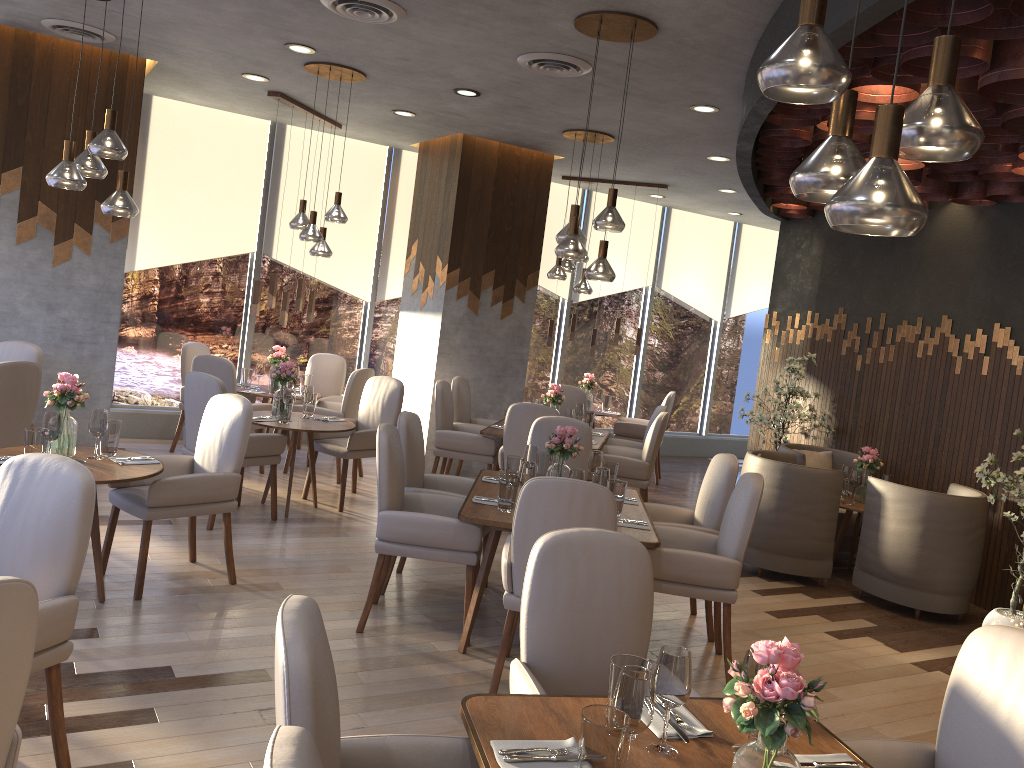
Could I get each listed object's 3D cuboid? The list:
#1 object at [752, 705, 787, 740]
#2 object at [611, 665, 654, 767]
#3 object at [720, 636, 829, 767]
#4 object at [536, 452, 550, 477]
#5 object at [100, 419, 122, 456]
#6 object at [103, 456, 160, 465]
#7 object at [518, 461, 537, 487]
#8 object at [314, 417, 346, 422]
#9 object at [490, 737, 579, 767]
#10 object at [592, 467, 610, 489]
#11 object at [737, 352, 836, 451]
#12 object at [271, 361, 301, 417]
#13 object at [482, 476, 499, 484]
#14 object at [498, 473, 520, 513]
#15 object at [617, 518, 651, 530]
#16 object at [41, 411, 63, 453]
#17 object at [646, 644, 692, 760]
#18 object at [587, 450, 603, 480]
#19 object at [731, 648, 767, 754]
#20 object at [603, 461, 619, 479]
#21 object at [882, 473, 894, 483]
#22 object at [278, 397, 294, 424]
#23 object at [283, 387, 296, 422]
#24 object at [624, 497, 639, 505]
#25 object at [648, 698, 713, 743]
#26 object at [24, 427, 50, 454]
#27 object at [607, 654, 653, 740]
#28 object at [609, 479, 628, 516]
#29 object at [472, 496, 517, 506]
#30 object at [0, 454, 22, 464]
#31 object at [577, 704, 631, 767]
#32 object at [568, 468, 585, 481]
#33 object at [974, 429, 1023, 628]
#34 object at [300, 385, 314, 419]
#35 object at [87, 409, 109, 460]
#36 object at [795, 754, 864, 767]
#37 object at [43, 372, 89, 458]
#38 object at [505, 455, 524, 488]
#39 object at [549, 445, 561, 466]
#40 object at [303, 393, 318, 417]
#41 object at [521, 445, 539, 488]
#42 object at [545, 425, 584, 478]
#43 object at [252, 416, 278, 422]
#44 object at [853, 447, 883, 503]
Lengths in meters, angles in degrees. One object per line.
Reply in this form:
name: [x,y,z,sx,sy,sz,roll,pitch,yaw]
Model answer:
object: [0.649,0.801,2.214,0.102,0.178,0.102,9,4,33]
object: [0.256,0.743,1.921,0.092,0.244,0.092,7,3,5]
object: [0.502,0.705,1.748,0.210,0.415,0.198,6,3,-18]
object: [0.187,0.495,5.209,0.102,0.178,0.102,8,3,16]
object: [-2.051,0.275,4.518,0.102,0.178,0.102,7,3,-10]
object: [-1.913,0.378,4.448,0.158,0.019,0.255,12,6,44]
object: [0.071,0.512,4.429,0.092,0.244,0.092,6,3,-18]
object: [-1.388,0.260,6.674,0.158,0.019,0.255,10,6,35]
object: [0.087,0.830,1.983,0.255,0.019,0.158,6,5,-15]
object: [0.449,0.551,4.531,0.092,0.244,0.092,5,4,-39]
object: [2.347,0.498,7.811,0.745,1.614,0.791,6,4,-25]
object: [-1.679,0.037,6.515,0.210,0.415,0.198,8,3,17]
object: [-0.044,0.555,5.105,0.255,0.019,0.158,7,5,2]
object: [-0.023,0.538,4.369,0.102,0.178,0.102,8,3,18]
object: [0.565,0.687,4.435,0.255,0.019,0.158,7,5,4]
object: [-2.171,0.255,4.175,0.092,0.244,0.092,4,4,-45]
object: [0.369,0.744,2.080,0.092,0.244,0.092,6,3,-14]
object: [0.473,0.507,5.103,0.092,0.244,0.092,4,4,-44]
object: [0.583,0.767,2.129,0.092,0.244,0.092,7,3,-11]
object: [0.560,0.546,5.165,0.102,0.178,0.102,5,4,-30]
object: [2.738,0.782,6.483,0.092,0.244,0.092,8,3,9]
object: [-1.600,0.188,6.255,0.102,0.178,0.102,10,4,40]
object: [-1.602,0.146,6.362,0.092,0.244,0.092,5,4,-37]
object: [0.589,0.643,5.007,0.255,0.019,0.158,7,5,4]
object: [0.405,0.848,2.244,0.157,0.019,0.256,6,5,-17]
object: [-2.187,0.295,4.068,0.102,0.178,0.102,8,3,9]
object: [0.278,0.760,2.147,0.102,0.178,0.102,7,3,-11]
object: [0.536,0.590,4.592,0.102,0.178,0.102,8,4,20]
object: [-0.075,0.599,4.534,0.255,0.019,0.158,7,5,2]
object: [-2.346,0.349,4.143,0.158,0.019,0.255,11,6,42]
object: [0.184,0.774,1.838,0.102,0.178,0.102,7,3,-9]
object: [0.308,0.545,4.390,0.092,0.244,0.092,6,3,-15]
object: [3.053,0.812,5.081,0.788,1.614,0.748,7,3,-4]
object: [-1.529,0.134,6.610,0.092,0.244,0.092,8,3,15]
object: [-2.061,0.249,4.408,0.092,0.244,0.092,9,3,24]
object: [0.722,0.902,2.075,0.255,0.019,0.158,6,5,-13]
object: [-2.203,0.149,4.368,0.210,0.415,0.198,9,4,32]
object: [0.008,0.495,4.941,0.102,0.178,0.102,8,3,18]
object: [0.256,0.478,5.120,0.092,0.244,0.092,9,3,25]
object: [-1.536,0.157,6.720,0.102,0.178,0.102,4,4,-39]
object: [0.101,0.469,5.001,0.092,0.244,0.092,8,3,22]
object: [0.263,0.427,4.757,0.210,0.415,0.198,8,3,17]
object: [-1.769,0.243,6.305,0.158,0.019,0.255,10,6,33]
object: [2.649,0.674,6.608,0.210,0.415,0.197,10,4,37]
